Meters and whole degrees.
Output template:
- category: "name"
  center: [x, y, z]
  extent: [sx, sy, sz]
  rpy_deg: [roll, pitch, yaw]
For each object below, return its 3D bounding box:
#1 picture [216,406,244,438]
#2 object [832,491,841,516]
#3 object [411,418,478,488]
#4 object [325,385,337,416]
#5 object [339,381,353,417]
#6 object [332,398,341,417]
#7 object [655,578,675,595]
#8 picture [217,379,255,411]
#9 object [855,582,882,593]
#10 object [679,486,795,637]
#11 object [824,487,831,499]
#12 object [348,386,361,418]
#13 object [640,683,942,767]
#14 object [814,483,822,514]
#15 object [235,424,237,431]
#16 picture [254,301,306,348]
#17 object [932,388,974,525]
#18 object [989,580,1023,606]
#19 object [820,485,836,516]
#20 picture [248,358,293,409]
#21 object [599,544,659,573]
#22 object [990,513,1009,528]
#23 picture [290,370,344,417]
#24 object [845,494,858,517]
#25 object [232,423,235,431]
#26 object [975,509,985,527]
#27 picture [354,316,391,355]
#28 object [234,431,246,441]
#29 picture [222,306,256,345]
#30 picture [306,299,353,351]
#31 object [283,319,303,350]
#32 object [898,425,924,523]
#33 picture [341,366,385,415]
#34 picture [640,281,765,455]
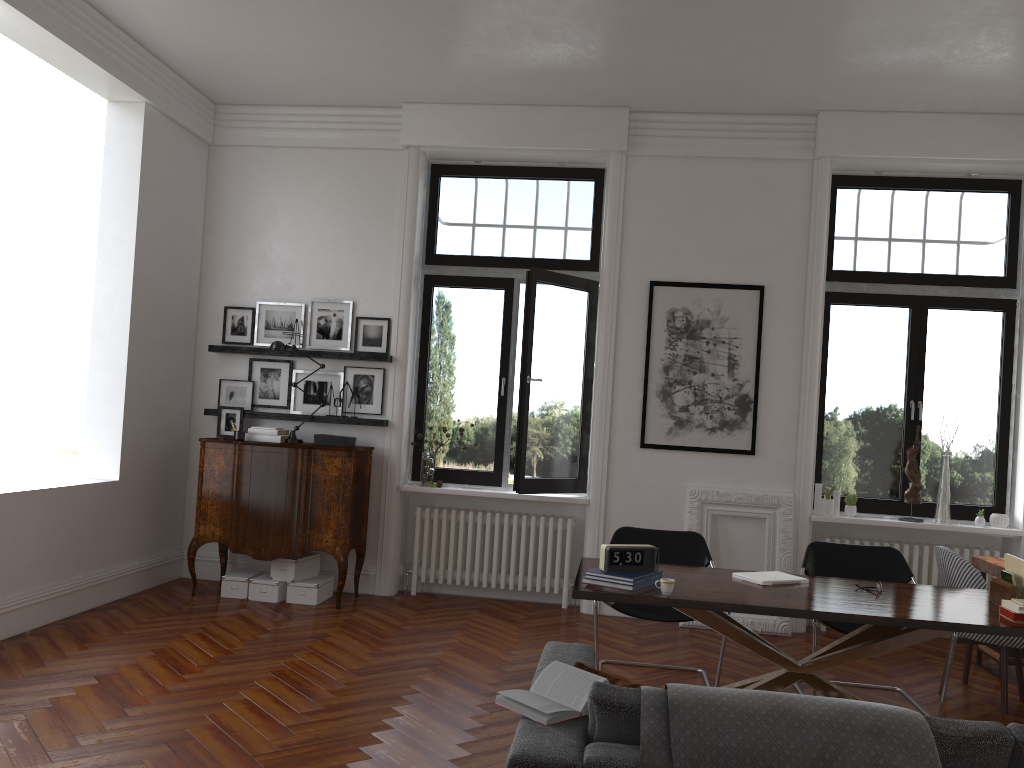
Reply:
- category: "picture"
  center: [-2.296, 0.312, 7.228]
  extent: [0.213, 0.257, 0.020]
  rpy_deg: [3, -1, 7]
- category: "object"
  center: [2.532, 0.934, 6.919]
  extent: [0.051, 0.188, 0.051]
  rpy_deg: [3, -1, 42]
- category: "object"
  center: [-0.548, 0.556, 7.345]
  extent: [0.542, 0.599, 0.317]
  rpy_deg: [4, -1, -22]
- category: "object"
  center: [-1.481, 0.137, 7.231]
  extent: [0.124, 0.260, 0.040]
  rpy_deg: [3, -1, 7]
- category: "object"
  center: [-1.351, 0.126, 7.224]
  extent: [0.118, 0.299, 0.040]
  rpy_deg: [3, -1, 7]
- category: "object"
  center: [-1.419, 0.190, 7.195]
  extent: [0.066, 0.161, 0.040]
  rpy_deg: [3, -1, 7]
- category: "object"
  center: [0.701, 0.926, 4.055]
  extent: [0.082, 0.065, 0.064]
  rpy_deg: [3, -2, 28]
- category: "picture"
  center: [-2.292, 0.093, 7.366]
  extent: [0.299, 0.253, 0.020]
  rpy_deg: [3, -1, 7]
- category: "object"
  center: [1.831, 1.023, 4.491]
  extent: [0.114, 0.047, 0.133]
  rpy_deg: [5, -2, -30]
- category: "object"
  center: [1.726, 1.349, 6.788]
  extent: [0.830, 1.062, 0.234]
  rpy_deg: [3, -1, 7]
- category: "object"
  center: [2.470, 0.919, 6.950]
  extent: [0.051, 0.213, 0.051]
  rpy_deg: [3, -1, 42]
- category: "object"
  center: [-1.280, 0.150, 7.243]
  extent: [0.110, 0.262, 0.040]
  rpy_deg: [3, -1, 7]
- category: "object"
  center: [0.709, 1.037, 2.326]
  extent: [0.752, 0.387, 0.400]
  rpy_deg: [3, -2, 7]
- category: "object"
  center: [2.408, 0.903, 6.978]
  extent: [0.051, 0.238, 0.051]
  rpy_deg: [3, -1, 42]
- category: "object"
  center: [-2.126, 0.366, 6.854]
  extent: [0.046, 0.139, 0.010]
  rpy_deg: [3, -1, 4]
- category: "picture"
  center: [-1.929, -0.492, 7.360]
  extent: [0.415, 0.367, 0.020]
  rpy_deg: [3, -1, 7]
- category: "object"
  center: [3.379, 0.553, 6.786]
  extent: [0.295, 1.053, 0.290]
  rpy_deg: [3, -1, 10]
- category: "object"
  center: [2.418, 0.989, 4.254]
  extent: [0.149, 0.166, 0.228]
  rpy_deg: [3, -2, 7]
- category: "object"
  center: [2.446, 0.899, 6.867]
  extent: [0.102, 0.244, 0.098]
  rpy_deg: [4, -1, -15]
- category: "picture"
  center: [-2.011, -0.004, 7.359]
  extent: [0.373, 0.406, 0.020]
  rpy_deg: [3, -1, 7]
- category: "object"
  center: [0.562, 0.835, 4.236]
  extent: [0.275, 0.125, 0.082]
  rpy_deg: [4, -1, -19]
- category: "object"
  center: [3.754, 1.052, 6.830]
  extent: [0.134, 0.097, 0.132]
  rpy_deg: [4, -2, -23]
- category: "picture"
  center: [-1.605, 0.076, 7.307]
  extent: [0.433, 0.365, 0.020]
  rpy_deg: [3, -1, 7]
- category: "object"
  center: [2.661, 0.945, 6.952]
  extent: [0.097, 0.185, 0.099]
  rpy_deg: [3, -1, 30]
- category: "object"
  center: [-2.135, 0.359, 6.831]
  extent: [0.050, 0.119, 0.010]
  rpy_deg: [3, -1, 10]
- category: "object"
  center: [3.575, 1.020, 6.768]
  extent: [0.072, 0.134, 0.072]
  rpy_deg: [3, -1, 32]
- category: "picture"
  center: [-1.144, -0.394, 7.262]
  extent: [0.289, 0.303, 0.020]
  rpy_deg: [3, -1, 7]
- category: "object"
  center: [-2.101, 0.401, 6.834]
  extent: [0.091, 0.077, 0.091]
  rpy_deg: [4, -2, -20]
- category: "picture"
  center: [-2.282, -0.486, 7.403]
  extent: [0.267, 0.315, 0.020]
  rpy_deg: [3, -1, 7]
- category: "picture"
  center: [-1.502, -0.488, 7.308]
  extent: [0.369, 0.408, 0.020]
  rpy_deg: [3, -1, 7]
- category: "object"
  center: [-1.799, -0.408, 7.284]
  extent: [0.174, 0.260, 0.040]
  rpy_deg: [3, -1, 7]
- category: "object"
  center: [3.098, 0.688, 6.842]
  extent: [0.143, 0.753, 0.165]
  rpy_deg: [4, -1, -41]
- category: "picture"
  center: [-1.220, 0.054, 7.263]
  extent: [0.343, 0.384, 0.020]
  rpy_deg: [3, -1, 7]
- category: "picture"
  center: [1.488, -0.130, 6.947]
  extent: [0.882, 1.323, 0.035]
  rpy_deg: [3, -1, 7]
